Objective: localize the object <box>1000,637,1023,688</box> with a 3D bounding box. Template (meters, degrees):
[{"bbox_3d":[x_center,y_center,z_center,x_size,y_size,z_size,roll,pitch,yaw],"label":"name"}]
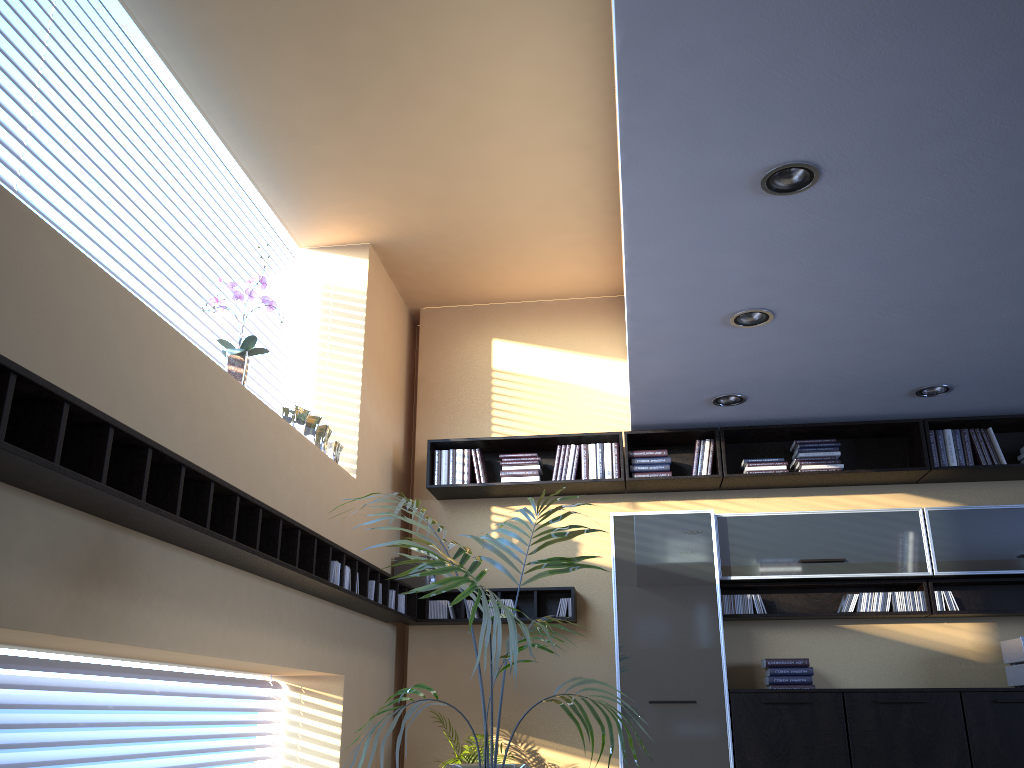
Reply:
[{"bbox_3d":[3.175,1.633,5.191,0.430,0.279,0.366,-3,-20,7],"label":"object"}]

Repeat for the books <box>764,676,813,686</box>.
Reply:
[{"bbox_3d":[1.693,1.820,5.438,0.258,0.050,0.209,-3,-21,8],"label":"books"}]

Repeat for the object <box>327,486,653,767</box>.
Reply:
[{"bbox_3d":[-0.596,1.149,2.371,1.899,1.844,1.046,-10,-22,26],"label":"object"}]

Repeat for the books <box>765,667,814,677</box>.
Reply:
[{"bbox_3d":[1.706,1.775,5.461,0.258,0.050,0.209,-3,-21,8],"label":"books"}]

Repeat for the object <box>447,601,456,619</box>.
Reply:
[{"bbox_3d":[-0.402,1.518,5.930,0.040,0.117,0.143,-3,-20,7],"label":"object"}]

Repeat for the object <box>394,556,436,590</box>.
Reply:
[{"bbox_3d":[-0.659,1.304,6.053,0.254,0.227,0.160,-6,-21,17],"label":"object"}]

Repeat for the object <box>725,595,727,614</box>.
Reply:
[{"bbox_3d":[1.369,1.426,5.698,0.006,0.117,0.141,-3,-20,7],"label":"object"}]

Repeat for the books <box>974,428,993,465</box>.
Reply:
[{"bbox_3d":[3.013,0.439,5.726,0.075,0.257,0.209,-3,-20,7],"label":"books"}]

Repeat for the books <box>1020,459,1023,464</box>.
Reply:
[{"bbox_3d":[3.421,0.476,5.652,0.258,0.031,0.209,-3,-21,7],"label":"books"}]

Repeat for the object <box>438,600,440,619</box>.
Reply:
[{"bbox_3d":[-0.477,1.520,5.940,0.009,0.119,0.143,-3,-20,7],"label":"object"}]

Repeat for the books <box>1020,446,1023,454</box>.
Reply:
[{"bbox_3d":[3.429,0.406,5.667,0.258,0.050,0.209,-3,-21,7],"label":"books"}]

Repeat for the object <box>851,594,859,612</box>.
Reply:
[{"bbox_3d":[2.152,1.392,5.601,0.059,0.112,0.143,-3,-20,7],"label":"object"}]

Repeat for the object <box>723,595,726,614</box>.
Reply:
[{"bbox_3d":[1.358,1.426,5.697,0.009,0.119,0.143,-3,-20,8],"label":"object"}]

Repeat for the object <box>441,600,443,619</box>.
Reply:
[{"bbox_3d":[-0.457,1.519,5.938,0.009,0.119,0.143,-3,-20,7],"label":"object"}]

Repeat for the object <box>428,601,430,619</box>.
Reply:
[{"bbox_3d":[-0.538,1.523,5.948,0.009,0.119,0.143,-3,-20,7],"label":"object"}]

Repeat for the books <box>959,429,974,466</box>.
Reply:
[{"bbox_3d":[2.918,0.445,5.741,0.050,0.256,0.209,-3,-20,8],"label":"books"}]

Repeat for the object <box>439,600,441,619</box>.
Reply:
[{"bbox_3d":[-0.467,1.520,5.939,0.009,0.119,0.143,-3,-20,7],"label":"object"}]

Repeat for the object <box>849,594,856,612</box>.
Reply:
[{"bbox_3d":[2.131,1.390,5.595,0.055,0.109,0.141,-3,-20,7],"label":"object"}]

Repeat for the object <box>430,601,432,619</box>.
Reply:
[{"bbox_3d":[-0.528,1.523,5.947,0.009,0.119,0.143,-3,-20,7],"label":"object"}]

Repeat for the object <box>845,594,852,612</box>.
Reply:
[{"bbox_3d":[2.111,1.392,5.601,0.059,0.112,0.143,-3,-20,7],"label":"object"}]

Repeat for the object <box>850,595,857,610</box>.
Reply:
[{"bbox_3d":[2.141,1.391,5.599,0.059,0.112,0.143,-3,-20,7],"label":"object"}]

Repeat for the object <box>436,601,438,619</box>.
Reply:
[{"bbox_3d":[-0.487,1.521,5.942,0.009,0.119,0.143,-3,-20,7],"label":"object"}]

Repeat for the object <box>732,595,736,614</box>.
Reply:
[{"bbox_3d":[1.419,1.424,5.691,0.009,0.119,0.143,-3,-20,7],"label":"object"}]

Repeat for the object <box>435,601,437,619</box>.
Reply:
[{"bbox_3d":[-0.497,1.521,5.943,0.009,0.119,0.143,-3,-20,7],"label":"object"}]

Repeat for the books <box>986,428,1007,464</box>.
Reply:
[{"bbox_3d":[3.088,0.430,5.704,0.072,0.255,0.209,-3,-20,7],"label":"books"}]

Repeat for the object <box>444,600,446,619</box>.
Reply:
[{"bbox_3d":[-0.436,1.518,5.935,0.009,0.119,0.143,-3,-20,7],"label":"object"}]

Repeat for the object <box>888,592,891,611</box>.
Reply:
[{"bbox_3d":[2.353,1.376,5.567,0.036,0.115,0.141,-3,-20,7],"label":"object"}]

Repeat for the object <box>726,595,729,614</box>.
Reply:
[{"bbox_3d":[1.379,1.426,5.696,0.006,0.117,0.141,-3,-20,8],"label":"object"}]

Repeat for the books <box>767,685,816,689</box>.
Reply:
[{"bbox_3d":[1.702,1.866,5.415,0.258,0.050,0.209,-3,-21,8],"label":"books"}]

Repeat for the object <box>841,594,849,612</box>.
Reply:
[{"bbox_3d":[2.090,1.391,5.599,0.059,0.112,0.143,-3,-20,7],"label":"object"}]

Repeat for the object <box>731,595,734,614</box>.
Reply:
[{"bbox_3d":[1.409,1.424,5.692,0.006,0.117,0.141,-3,-20,7],"label":"object"}]

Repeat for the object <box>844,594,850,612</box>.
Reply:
[{"bbox_3d":[2.102,1.395,5.607,0.059,0.112,0.143,-3,-20,8],"label":"object"}]

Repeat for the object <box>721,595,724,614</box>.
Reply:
[{"bbox_3d":[1.349,1.427,5.701,0.009,0.119,0.143,-3,-20,7],"label":"object"}]

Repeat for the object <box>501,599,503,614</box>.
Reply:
[{"bbox_3d":[-0.057,1.499,5.886,0.009,0.119,0.143,-3,-20,7],"label":"object"}]

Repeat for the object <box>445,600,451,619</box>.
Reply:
[{"bbox_3d":[-0.426,1.518,5.934,0.009,0.119,0.143,-3,-20,7],"label":"object"}]

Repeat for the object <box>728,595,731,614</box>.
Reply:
[{"bbox_3d":[1.388,1.425,5.694,0.009,0.119,0.143,-3,-20,8],"label":"object"}]

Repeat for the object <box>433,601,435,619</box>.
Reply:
[{"bbox_3d":[-0.508,1.522,5.944,0.009,0.119,0.143,-3,-20,7],"label":"object"}]

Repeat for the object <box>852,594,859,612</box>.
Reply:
[{"bbox_3d":[2.151,1.390,5.594,0.055,0.109,0.141,-3,-20,8],"label":"object"}]

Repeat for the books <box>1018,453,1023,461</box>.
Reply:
[{"bbox_3d":[3.409,0.448,5.664,0.258,0.031,0.209,-3,-21,7],"label":"books"}]

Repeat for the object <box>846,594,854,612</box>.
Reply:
[{"bbox_3d":[2.121,1.392,5.599,0.059,0.112,0.143,-3,-20,7],"label":"object"}]

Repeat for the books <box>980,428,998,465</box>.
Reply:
[{"bbox_3d":[3.045,0.438,5.717,0.072,0.255,0.209,-3,-20,8],"label":"books"}]

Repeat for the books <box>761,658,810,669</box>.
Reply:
[{"bbox_3d":[1.683,1.725,5.471,0.258,0.050,0.209,-3,-21,7],"label":"books"}]

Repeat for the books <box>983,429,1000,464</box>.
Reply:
[{"bbox_3d":[3.068,0.440,5.730,0.072,0.255,0.209,-3,-20,8],"label":"books"}]

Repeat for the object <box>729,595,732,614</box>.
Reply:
[{"bbox_3d":[1.399,1.426,5.698,0.009,0.119,0.143,-3,-20,7],"label":"object"}]

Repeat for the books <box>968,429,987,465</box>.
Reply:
[{"bbox_3d":[2.982,0.441,5.731,0.075,0.257,0.209,-3,-20,8],"label":"books"}]

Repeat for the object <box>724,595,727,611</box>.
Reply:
[{"bbox_3d":[1.369,1.428,5.701,0.009,0.119,0.143,-3,-20,7],"label":"object"}]

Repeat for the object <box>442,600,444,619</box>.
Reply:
[{"bbox_3d":[-0.447,1.519,5.936,0.009,0.119,0.143,-3,-20,7],"label":"object"}]

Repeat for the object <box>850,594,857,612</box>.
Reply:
[{"bbox_3d":[2.142,1.391,5.598,0.055,0.109,0.141,-3,-20,7],"label":"object"}]
